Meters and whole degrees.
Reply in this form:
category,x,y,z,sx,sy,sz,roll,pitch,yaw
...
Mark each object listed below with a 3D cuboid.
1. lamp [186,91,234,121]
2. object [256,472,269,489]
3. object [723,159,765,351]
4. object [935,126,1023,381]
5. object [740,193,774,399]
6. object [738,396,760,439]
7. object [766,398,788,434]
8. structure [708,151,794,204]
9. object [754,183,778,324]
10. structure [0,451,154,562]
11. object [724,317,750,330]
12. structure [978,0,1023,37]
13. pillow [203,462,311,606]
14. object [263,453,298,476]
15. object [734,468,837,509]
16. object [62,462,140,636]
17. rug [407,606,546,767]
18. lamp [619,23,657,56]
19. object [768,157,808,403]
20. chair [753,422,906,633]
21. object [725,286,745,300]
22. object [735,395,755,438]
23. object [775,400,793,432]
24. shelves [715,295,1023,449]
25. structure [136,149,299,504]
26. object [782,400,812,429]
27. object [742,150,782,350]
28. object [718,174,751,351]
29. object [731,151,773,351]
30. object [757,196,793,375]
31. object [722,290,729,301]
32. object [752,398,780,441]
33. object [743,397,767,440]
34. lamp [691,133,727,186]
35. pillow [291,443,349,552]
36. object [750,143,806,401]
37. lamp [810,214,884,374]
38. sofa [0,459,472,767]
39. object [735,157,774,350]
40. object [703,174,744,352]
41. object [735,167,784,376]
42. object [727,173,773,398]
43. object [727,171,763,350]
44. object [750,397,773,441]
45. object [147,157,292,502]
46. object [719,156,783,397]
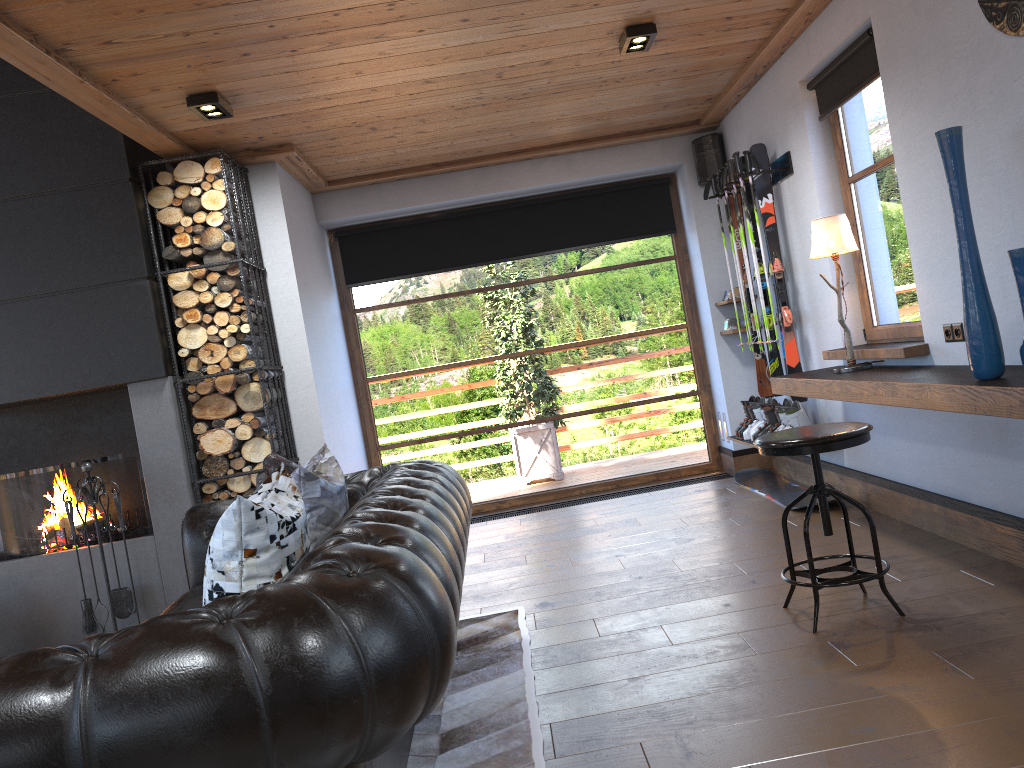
category,x,y,z,sx,sy,sz,roll,pitch,yaw
lamp,-1.502,-1.387,4.411,0.155,0.068,0.261,-10,1,-1
object,-1.404,0.895,4.971,0.270,0.795,0.261,-10,1,-18
object,1.489,-0.824,5.734,0.060,1.249,0.119,-11,1,-44
object,1.617,-0.450,2.970,0.270,0.862,0.113,-9,1,44
object,1.649,-0.691,6.218,0.115,1.606,0.095,-10,1,-2
object,1.679,0.226,6.156,0.251,0.270,0.117,-10,1,3
object,1.715,0.231,5.650,0.250,0.270,0.117,-10,1,13
structure,1.531,-1.316,5.825,0.319,0.135,1.050,-10,1,-1
object,1.706,-0.722,5.760,0.111,1.622,0.073,-10,1,-2
structure,-2.617,0.727,5.099,0.983,0.514,0.183,-10,1,-2
object,1.704,-0.457,6.618,0.186,0.084,0.356,-9,1,34
structure,1.676,-1.265,2.582,0.098,0.240,1.247,-10,1,-1
pillow,-0.715,0.486,2.485,0.283,0.469,0.529,-10,1,2
object,-1.040,0.472,4.208,0.147,0.319,0.251,-9,1,40
object,1.796,0.686,5.884,0.308,0.065,1.623,-10,1,-1
object,-2.191,0.918,4.744,0.303,1.017,0.312,-9,1,44
rug,-1.099,1.274,2.137,2.433,0.053,4.043,-10,1,0
lamp,0.635,-1.757,4.500,0.155,0.068,0.261,-10,1,-1
object,1.661,-0.678,5.549,0.115,1.606,0.095,-10,1,-2
chair,1.198,0.528,3.375,0.441,0.716,0.442,-10,1,2
object,1.670,-0.671,6.519,0.190,0.084,0.159,-10,1,-3
object,1.679,0.223,6.274,0.253,0.270,0.116,-10,1,-12
object,1.690,0.239,5.480,0.252,0.270,0.116,-10,1,-7
shelves,1.789,-0.081,3.470,0.612,0.988,6.640,-10,1,0
structure,-1.657,0.000,5.265,0.502,2.616,0.511,-10,1,-1
object,1.692,0.241,5.354,0.252,0.270,0.116,-10,1,-7
object,1.570,-0.832,5.469,0.060,1.249,0.119,-10,1,-39
object,1.546,-0.844,6.190,0.059,1.249,0.120,-10,1,-19
object,1.479,-0.818,5.521,0.060,1.249,0.119,-10,1,-34
object,1.697,-0.718,5.685,0.111,1.622,0.073,-10,1,-2
object,1.667,-0.675,6.697,0.160,0.084,0.189,-10,1,-3
object,1.681,0.234,5.784,0.250,0.270,0.117,-9,1,18
object,1.681,0.228,6.033,0.251,0.270,0.117,-10,1,3
lamp,1.490,-1.683,6.661,0.214,0.349,0.213,-10,1,-1
pillow,-0.727,0.472,3.164,0.283,0.469,0.529,-10,1,2
object,1.649,-0.688,5.451,0.115,1.606,0.095,-10,1,-2
lamp,1.928,-0.152,4.530,0.632,1.481,0.246,-10,1,1
sofa,-0.715,0.797,2.684,1.241,0.838,2.564,-10,1,-2
object,1.553,-0.835,5.722,0.059,1.249,0.120,-10,1,-19
object,1.474,-0.831,6.151,0.122,1.249,0.058,-10,1,-20
object,1.672,-0.721,5.981,0.111,1.622,0.073,-10,1,-2
object,1.638,-0.701,6.120,0.115,1.606,0.095,-10,1,-2
object,1.549,-0.840,5.956,0.059,1.249,0.120,-10,1,-19
object,1.697,0.228,5.912,0.251,0.270,0.117,-10,1,3
object,-1.663,0.007,5.274,0.494,2.611,0.466,-10,1,-2
object,1.593,-0.705,5.913,0.255,1.622,0.103,-10,1,-6
